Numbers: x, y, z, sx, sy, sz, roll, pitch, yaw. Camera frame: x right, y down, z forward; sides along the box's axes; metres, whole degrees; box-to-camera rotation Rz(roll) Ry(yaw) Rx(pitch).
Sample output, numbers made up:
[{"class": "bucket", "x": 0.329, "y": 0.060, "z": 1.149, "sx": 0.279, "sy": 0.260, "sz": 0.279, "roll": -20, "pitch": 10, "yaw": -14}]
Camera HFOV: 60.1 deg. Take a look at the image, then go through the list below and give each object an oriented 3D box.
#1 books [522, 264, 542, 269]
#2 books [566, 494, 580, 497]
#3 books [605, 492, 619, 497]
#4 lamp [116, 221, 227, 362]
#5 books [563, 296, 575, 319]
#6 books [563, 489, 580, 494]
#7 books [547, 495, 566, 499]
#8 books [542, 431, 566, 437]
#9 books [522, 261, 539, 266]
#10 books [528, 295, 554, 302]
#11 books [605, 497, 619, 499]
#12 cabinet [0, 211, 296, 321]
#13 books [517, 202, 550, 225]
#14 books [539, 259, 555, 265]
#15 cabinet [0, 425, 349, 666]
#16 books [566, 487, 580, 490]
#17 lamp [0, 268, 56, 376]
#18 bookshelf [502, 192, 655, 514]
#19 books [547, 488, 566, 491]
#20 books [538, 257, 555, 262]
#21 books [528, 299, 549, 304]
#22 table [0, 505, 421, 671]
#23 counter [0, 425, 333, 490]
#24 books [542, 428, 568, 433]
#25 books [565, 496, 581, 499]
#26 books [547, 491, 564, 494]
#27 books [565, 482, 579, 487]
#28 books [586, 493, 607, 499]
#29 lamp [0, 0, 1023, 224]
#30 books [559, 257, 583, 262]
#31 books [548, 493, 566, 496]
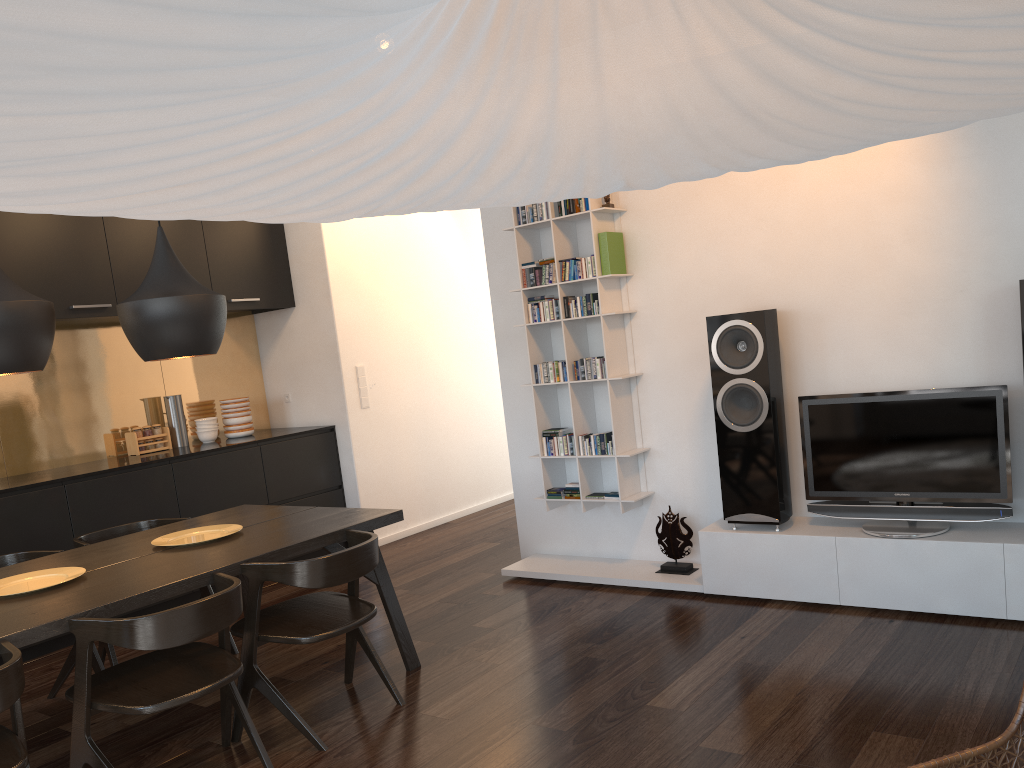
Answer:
[{"class": "books", "x": 0.110, "y": -0.629, "z": 4.734, "sx": 0.092, "sy": 0.014, "sz": 0.069, "roll": -4, "pitch": 4, "yaw": 37}, {"class": "books", "x": 0.352, "y": 0.597, "z": 4.795, "sx": 0.092, "sy": 0.014, "sz": 0.069, "roll": -4, "pitch": 4, "yaw": 37}, {"class": "books", "x": 0.546, "y": 0.583, "z": 4.660, "sx": 0.093, "sy": 0.014, "sz": 0.069, "roll": -4, "pitch": 4, "yaw": 43}, {"class": "lamp", "x": -1.359, "y": -0.374, "z": 3.514, "sx": 0.410, "sy": 0.545, "sz": 0.408, "roll": -7, "pitch": 6, "yaw": -5}, {"class": "books", "x": 0.305, "y": -0.402, "z": 4.640, "sx": 0.029, "sy": 0.116, "sz": 0.073, "roll": -1, "pitch": 8, "yaw": 37}, {"class": "books", "x": 0.343, "y": 0.579, "z": 4.796, "sx": 0.107, "sy": 0.023, "sz": 0.068, "roll": -4, "pitch": 4, "yaw": 37}, {"class": "books", "x": 0.255, "y": 0.619, "z": 4.871, "sx": 0.098, "sy": 0.015, "sz": 0.074, "roll": -4, "pitch": 4, "yaw": 37}, {"class": "books", "x": 0.230, "y": 0.273, "z": 4.840, "sx": 0.107, "sy": 0.023, "sz": 0.068, "roll": -4, "pitch": 4, "yaw": 37}, {"class": "books", "x": 0.109, "y": -0.642, "z": 4.727, "sx": 0.093, "sy": 0.014, "sz": 0.069, "roll": -4, "pitch": 4, "yaw": 43}, {"class": "books", "x": 0.158, "y": -0.461, "z": 4.771, "sx": 0.112, "sy": 0.022, "sz": 0.095, "roll": -4, "pitch": 4, "yaw": 37}, {"class": "books", "x": 0.547, "y": 0.596, "z": 4.667, "sx": 0.092, "sy": 0.014, "sz": 0.069, "roll": -4, "pitch": 4, "yaw": 37}, {"class": "cabinet", "x": -2.331, "y": -0.939, "z": 5.471, "sx": 0.532, "sy": 1.058, "sz": 1.939, "roll": -2, "pitch": 6, "yaw": 37}, {"class": "books", "x": 0.144, "y": -0.908, "z": 4.669, "sx": 0.222, "sy": 0.113, "sz": 0.108, "roll": -4, "pitch": 6, "yaw": 37}, {"class": "books", "x": 0.206, "y": -0.640, "z": 4.648, "sx": 0.107, "sy": 0.018, "sz": 0.068, "roll": -4, "pitch": 4, "yaw": 37}, {"class": "cabinet", "x": -2.964, "y": 1.031, "z": 4.419, "sx": 0.733, "sy": 0.907, "sz": 5.021, "roll": -3, "pitch": 5, "yaw": 37}, {"class": "books", "x": 0.348, "y": 0.560, "z": 4.791, "sx": 0.092, "sy": 0.014, "sz": 0.069, "roll": -4, "pitch": 4, "yaw": 37}, {"class": "lamp", "x": -1.773, "y": -0.298, "z": 2.965, "sx": 0.411, "sy": 0.545, "sz": 0.407, "roll": -5, "pitch": 6, "yaw": 14}, {"class": "bookshelf", "x": 0.328, "y": -0.353, "z": 4.702, "sx": 0.640, "sy": 2.092, "sz": 0.225, "roll": -2, "pitch": 9, "yaw": 37}, {"class": "books", "x": 0.254, "y": 0.581, "z": 4.866, "sx": 0.107, "sy": 0.009, "sz": 0.068, "roll": -5, "pitch": 4, "yaw": 37}, {"class": "books", "x": 0.210, "y": -0.656, "z": 4.652, "sx": 0.112, "sy": 0.015, "sz": 0.092, "roll": -5, "pitch": 4, "yaw": 37}, {"class": "books", "x": 0.159, "y": -0.445, "z": 4.769, "sx": 0.112, "sy": 0.012, "sz": 0.092, "roll": -5, "pitch": 4, "yaw": 37}, {"class": "table", "x": -1.595, "y": 1.036, "z": 3.109, "sx": 1.108, "sy": 0.684, "sz": 2.479, "roll": -4, "pitch": 4, "yaw": 37}, {"class": "counter", "x": -3.016, "y": 0.584, "z": 4.364, "sx": 0.733, "sy": 0.002, "sz": 5.018, "roll": -5, "pitch": 4, "yaw": 37}, {"class": "books", "x": 0.239, "y": 0.254, "z": 4.851, "sx": 0.112, "sy": 0.012, "sz": 0.092, "roll": -5, "pitch": 4, "yaw": 37}, {"class": "books", "x": 0.350, "y": 0.612, "z": 4.804, "sx": 0.107, "sy": 0.016, "sz": 0.068, "roll": -4, "pitch": 4, "yaw": 37}, {"class": "books", "x": 0.250, "y": 0.591, "z": 4.869, "sx": 0.092, "sy": 0.015, "sz": 0.069, "roll": -4, "pitch": 4, "yaw": 37}, {"class": "books", "x": 0.347, "y": 0.546, "z": 4.790, "sx": 0.092, "sy": 0.014, "sz": 0.069, "roll": -4, "pitch": 4, "yaw": 37}, {"class": "books", "x": 0.468, "y": 0.600, "z": 4.753, "sx": 0.112, "sy": 0.012, "sz": 0.092, "roll": -5, "pitch": 4, "yaw": 37}, {"class": "lamp", "x": 0.038, "y": -0.251, "z": 0.457, "sx": 1.465, "sy": 0.211, "sz": 1.465, "roll": -8, "pitch": 3, "yaw": -16}, {"class": "books", "x": 0.305, "y": -0.644, "z": 4.580, "sx": 0.107, "sy": 0.008, "sz": 0.068, "roll": -5, "pitch": 4, "yaw": 37}, {"class": "books", "x": 0.254, "y": 0.604, "z": 4.871, "sx": 0.092, "sy": 0.014, "sz": 0.069, "roll": -4, "pitch": 4, "yaw": 37}]
